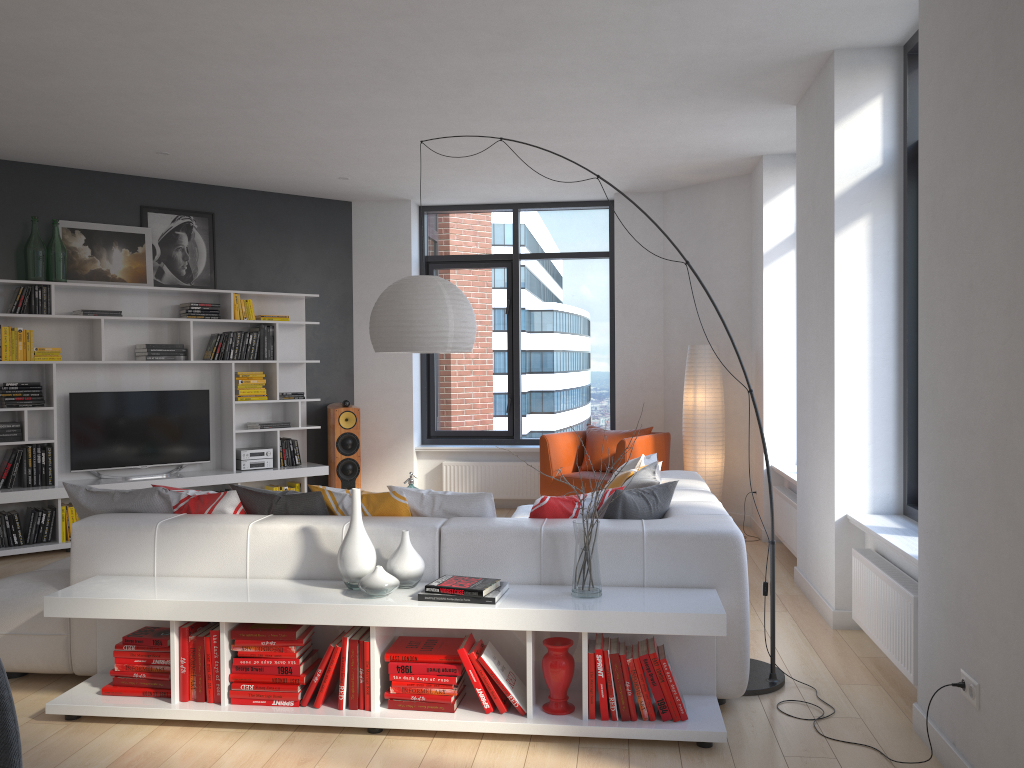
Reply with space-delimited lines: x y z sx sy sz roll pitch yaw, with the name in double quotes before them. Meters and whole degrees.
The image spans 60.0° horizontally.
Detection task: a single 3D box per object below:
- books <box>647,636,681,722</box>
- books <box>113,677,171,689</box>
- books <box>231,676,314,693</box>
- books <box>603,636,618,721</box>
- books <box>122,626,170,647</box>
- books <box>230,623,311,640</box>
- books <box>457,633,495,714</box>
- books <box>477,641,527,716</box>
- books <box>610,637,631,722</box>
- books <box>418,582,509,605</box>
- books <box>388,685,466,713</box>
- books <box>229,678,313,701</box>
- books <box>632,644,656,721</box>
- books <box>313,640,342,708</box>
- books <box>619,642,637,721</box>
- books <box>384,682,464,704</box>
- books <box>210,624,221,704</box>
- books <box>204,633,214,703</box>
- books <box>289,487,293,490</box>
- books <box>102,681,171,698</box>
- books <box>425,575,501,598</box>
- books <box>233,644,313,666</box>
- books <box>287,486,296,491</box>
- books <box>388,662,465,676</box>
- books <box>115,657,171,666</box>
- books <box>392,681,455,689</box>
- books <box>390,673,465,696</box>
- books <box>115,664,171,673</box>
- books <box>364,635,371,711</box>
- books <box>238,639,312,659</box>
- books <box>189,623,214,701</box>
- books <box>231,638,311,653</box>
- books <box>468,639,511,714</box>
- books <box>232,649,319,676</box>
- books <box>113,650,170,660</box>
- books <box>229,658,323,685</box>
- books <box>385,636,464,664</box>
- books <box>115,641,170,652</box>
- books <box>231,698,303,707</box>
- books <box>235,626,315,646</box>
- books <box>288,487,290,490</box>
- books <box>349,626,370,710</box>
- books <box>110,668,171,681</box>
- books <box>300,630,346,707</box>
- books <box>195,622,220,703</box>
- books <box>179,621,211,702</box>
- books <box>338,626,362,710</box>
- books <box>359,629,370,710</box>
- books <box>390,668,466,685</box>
"books" 0.568 1.103 3.325 0.116 0.255 0.198 0 1 7
"books" -1.456 1.191 3.635 0.259 0.034 0.206 0 1 10
"books" -0.942 1.169 3.501 0.266 0.026 0.187 0 1 6
"books" 0.371 1.102 3.332 0.056 0.262 0.185 0 1 7
"books" -1.453 1.031 3.623 0.206 0.029 0.152 0 1 13
"books" -0.953 0.969 3.525 0.259 0.034 0.206 0 1 4
"books" -0.128 1.110 3.415 0.134 0.248 0.192 0 1 7
"books" -0.026 1.124 3.396 0.186 0.223 0.188 0 1 7
"books" 0.407 1.106 3.336 0.076 0.252 0.199 0 1 7
"books" -0.183 0.801 3.429 0.300 0.026 0.245 0 1 12
"books" -0.326 1.218 3.453 0.259 0.034 0.206 0 1 10
"books" -0.940 1.197 3.498 0.282 0.030 0.188 0 1 8
"books" 0.495 1.114 3.324 0.083 0.233 0.178 0 1 7
"books" -0.693 1.114 3.469 0.115 0.245 0.192 0 1 7
"books" 0.435 1.110 3.322 0.066 0.247 0.175 0 1 7
"books" -0.337 1.188 3.446 0.266 0.026 0.187 0 1 13
"books" -1.133 1.095 3.544 0.049 0.291 0.214 0 1 7
"books" -1.168 1.110 3.544 0.042 0.259 0.195 0 1 7
"books" -2.015 1.044 7.971 0.024 0.234 0.172 -1 1 -38
"books" -1.473 1.225 3.629 0.301 0.032 0.227 0 1 7
"books" -0.187 0.775 3.404 0.238 0.027 0.188 0 1 20
"books" -0.945 1.073 3.521 0.261 0.027 0.191 0 1 3
"books" -1.997 1.044 7.990 0.024 0.234 0.172 -1 1 -38
"books" -0.320 1.081 3.461 0.279 0.039 0.206 0 1 6
"books" -1.459 1.111 3.648 0.261 0.028 0.191 0 1 7
"books" -0.329 1.140 3.442 0.236 0.023 0.178 0 1 7
"books" -0.326 1.163 3.451 0.257 0.025 0.182 0 1 7
"books" -1.456 1.136 3.632 0.257 0.025 0.182 0 1 7
"books" -0.536 1.103 3.442 0.028 0.269 0.181 0 1 7
"books" -0.936 1.048 3.515 0.236 0.023 0.178 0 1 7
"books" -1.238 1.112 3.562 0.031 0.255 0.181 0 1 7
"books" -0.954 1.024 3.525 0.257 0.025 0.182 0 1 7
"books" -0.081 1.119 3.403 0.148 0.232 0.171 0 1 9
"books" -0.940 1.105 3.537 0.279 0.039 0.206 0 1 8
"books" -1.458 1.083 3.631 0.269 0.028 0.179 0 1 8
"books" -0.934 1.141 3.536 0.301 0.032 0.227 0 1 7
"books" -0.324 1.045 3.486 0.301 0.032 0.227 0 1 7
"books" -1.459 1.058 3.634 0.254 0.025 0.178 0 1 6
"books" -0.941 1.225 3.516 0.274 0.029 0.200 0 1 7
"books" -0.936 0.999 3.515 0.266 0.026 0.187 0 1 1
"books" -2.036 1.042 7.959 0.023 0.239 0.169 -1 1 -38
"books" -0.590 1.102 3.473 0.038 0.270 0.215 0 1 7
"books" -1.467 1.162 3.627 0.266 0.026 0.187 0 1 13
"books" -0.733 1.114 3.481 0.144 0.247 0.188 0 1 7
"books" -1.205 1.111 3.558 0.034 0.259 0.207 0 1 7
"books" -1.273 1.095 3.563 0.036 0.294 0.208 0 1 7
"books" -0.630 1.099 3.461 0.046 0.282 0.199 0 1 7
"books" -0.561 1.106 3.460 0.028 0.266 0.188 0 1 7
"books" -0.320 1.114 3.445 0.261 0.027 0.191 0 1 11
